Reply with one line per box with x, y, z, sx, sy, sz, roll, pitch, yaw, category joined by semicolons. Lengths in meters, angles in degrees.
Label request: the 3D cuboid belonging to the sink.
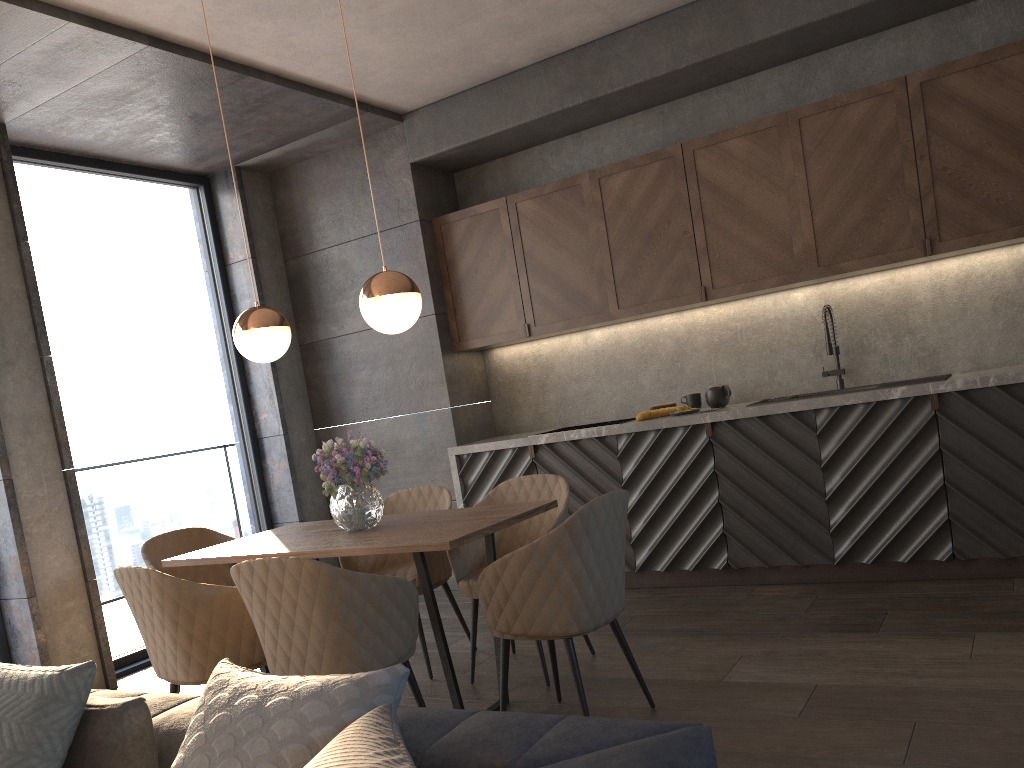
1.738;-0.158;4.633;0.967;0.550;0.456;-9;2;31;sink

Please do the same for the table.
-0.573;0.978;3.628;1.474;0.773;0.762;-9;2;31;table

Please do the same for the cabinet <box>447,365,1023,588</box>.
1.258;0.608;4.997;3.411;0.955;0.594;-10;2;31;cabinet

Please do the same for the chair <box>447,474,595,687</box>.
0.034;0.850;3.905;0.558;0.841;0.505;-8;3;30;chair

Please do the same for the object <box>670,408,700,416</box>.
0.979;0.161;4.995;0.169;0.020;0.171;-9;-1;-33;object

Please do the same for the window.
-3.663;0.337;3.014;0.200;3.014;7.202;-7;1;31;window

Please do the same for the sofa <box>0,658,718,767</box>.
-1.145;1.019;0.890;2.035;0.788;2.885;-9;-1;31;sofa

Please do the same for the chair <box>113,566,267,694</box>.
-1.103;1.025;3.286;0.558;0.841;0.505;-7;4;40;chair

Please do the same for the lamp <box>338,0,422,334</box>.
-0.569;-0.957;3.333;0.239;1.553;0.237;-9;4;7;lamp

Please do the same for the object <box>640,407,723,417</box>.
0.953;0.166;5.058;0.492;0.040;0.282;-10;-1;26;object

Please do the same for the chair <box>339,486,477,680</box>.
-0.507;0.944;4.261;0.558;0.841;0.505;-8;3;25;chair

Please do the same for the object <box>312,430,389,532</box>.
-0.642;0.391;3.604;0.298;0.411;0.327;-9;2;1;object

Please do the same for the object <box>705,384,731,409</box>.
1.177;0.070;5.055;0.136;0.138;0.152;-9;1;4;object

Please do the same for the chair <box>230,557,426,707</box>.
-0.582;0.935;2.972;0.558;0.841;0.505;-8;3;25;chair

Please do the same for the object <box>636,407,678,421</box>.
0.853;0.170;5.101;0.300;0.055;0.071;-9;1;-18;object

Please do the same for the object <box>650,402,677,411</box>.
0.901;0.151;5.239;0.157;0.068;0.116;-9;0;16;object

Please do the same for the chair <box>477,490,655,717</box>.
0.188;0.813;3.126;0.513;0.841;0.549;-7;3;35;chair

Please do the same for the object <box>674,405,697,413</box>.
0.977;0.144;4.993;0.121;0.045;0.115;-9;0;36;object

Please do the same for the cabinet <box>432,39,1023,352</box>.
1.075;-0.894;4.984;3.411;0.870;0.365;-10;3;31;cabinet

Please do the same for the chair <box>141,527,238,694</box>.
-1.357;1.079;4.103;0.513;0.841;0.549;-7;3;35;chair

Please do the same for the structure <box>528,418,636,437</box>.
0.484;0.263;5.406;0.614;0.017;0.500;-10;-1;31;structure

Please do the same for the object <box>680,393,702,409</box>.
1.051;0.109;5.138;0.111;0.104;0.090;-10;2;-27;object

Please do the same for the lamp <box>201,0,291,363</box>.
-1.163;-0.854;3.697;0.240;1.553;0.236;-6;5;36;lamp
